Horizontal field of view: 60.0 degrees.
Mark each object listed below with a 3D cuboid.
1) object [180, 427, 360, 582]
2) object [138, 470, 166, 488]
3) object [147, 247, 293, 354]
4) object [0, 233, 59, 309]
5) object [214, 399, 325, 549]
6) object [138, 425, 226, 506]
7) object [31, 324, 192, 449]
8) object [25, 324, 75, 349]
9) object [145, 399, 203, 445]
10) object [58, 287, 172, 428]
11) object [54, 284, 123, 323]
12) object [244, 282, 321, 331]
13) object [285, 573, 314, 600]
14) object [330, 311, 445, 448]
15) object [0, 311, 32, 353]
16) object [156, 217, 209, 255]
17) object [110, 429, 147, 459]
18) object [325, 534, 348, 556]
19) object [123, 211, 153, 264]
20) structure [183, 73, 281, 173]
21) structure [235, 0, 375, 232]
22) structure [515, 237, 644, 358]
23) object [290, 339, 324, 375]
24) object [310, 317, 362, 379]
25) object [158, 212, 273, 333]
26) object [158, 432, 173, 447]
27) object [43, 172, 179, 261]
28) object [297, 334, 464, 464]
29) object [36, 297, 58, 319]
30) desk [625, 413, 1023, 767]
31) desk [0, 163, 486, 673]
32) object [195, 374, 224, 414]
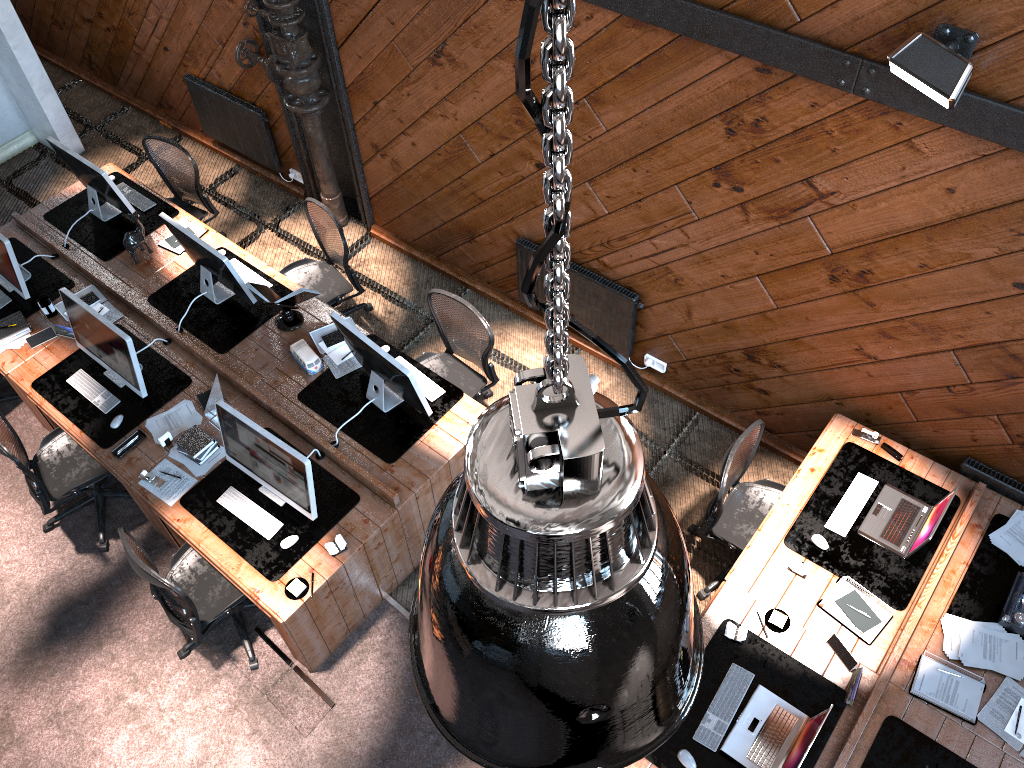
[{"bbox_3d":[-1.403,0.670,5.134,0.848,0.008,0.687,31,59,25],"label":"object"},{"bbox_3d":[-2.131,0.549,5.230,0.159,0.064,0.054,19,55,17],"label":"object"},{"bbox_3d":[-2.019,-0.600,6.173,0.848,0.008,0.687,31,59,25],"label":"object"},{"bbox_3d":[-3.637,-0.896,6.144,0.692,0.581,0.586,-5,52,-1],"label":"object"},{"bbox_3d":[-1.342,0.429,4.974,0.714,0.573,0.610,29,58,23],"label":"object"},{"bbox_3d":[-1.968,0.458,5.272,0.319,0.098,0.478,28,58,23],"label":"object"},{"bbox_3d":[-2.588,-0.007,5.730,0.848,0.008,0.687,31,59,25],"label":"object"},{"bbox_3d":[-3.083,-0.340,5.969,0.347,0.083,0.129,-12,52,-7],"label":"object"},{"bbox_3d":[-2.103,0.234,5.517,0.315,0.002,0.246,-32,57,-21],"label":"object"},{"bbox_3d":[-2.565,-0.164,5.507,0.654,0.576,0.735,-5,52,-1],"label":"object"},{"bbox_3d":[-2.928,-0.507,6.127,0.304,0.017,0.467,-39,59,-25],"label":"object"},{"bbox_3d":[-1.513,-0.550,5.864,0.417,0.380,0.304,7,52,8],"label":"object"},{"bbox_3d":[-1.149,1.092,4.773,0.154,0.026,0.158,-6,52,-2],"label":"object"},{"bbox_3d":[-0.760,-0.088,5.359,0.663,0.578,0.811,1,52,4],"label":"object"},{"bbox_3d":[-3.447,-0.337,5.996,0.363,0.065,0.325,-23,54,-15],"label":"object"},{"bbox_3d":[-2.437,-1.102,6.559,0.229,0.060,0.316,24,56,20],"label":"object"},{"bbox_3d":[-2.338,0.365,5.409,0.089,0.031,0.215,30,59,24],"label":"object"},{"bbox_3d":[-0.975,0.892,4.901,0.106,0.063,0.082,-30,56,-19],"label":"object"},{"bbox_3d":[-2.701,-1.072,6.364,0.135,0.351,0.229,28,58,23],"label":"object"},{"bbox_3d":[-2.453,-2.293,7.850,1.064,0.628,0.073,30,59,24],"label":"structure"},{"bbox_3d":[-1.630,-2.372,6.785,1.003,2.745,0.500,36,61,27],"label":"structure"},{"bbox_3d":[0.469,-0.602,6.364,1.064,0.628,0.073,30,59,24],"label":"structure"},{"bbox_3d":[-1.332,-0.175,5.748,0.128,0.146,0.253,-33,57,-21],"label":"object"},{"bbox_3d":[-1.116,-0.251,5.834,0.304,0.017,0.467,-25,55,-16],"label":"object"},{"bbox_3d":[-2.008,-0.837,6.014,0.642,0.578,0.772,-6,52,-2],"label":"object"},{"bbox_3d":[-2.096,0.339,5.373,0.034,0.102,0.076,31,59,24],"label":"object"},{"bbox_3d":[-3.064,-1.296,6.777,0.848,0.008,0.687,31,59,25],"label":"object"},{"bbox_3d":[-0.829,0.070,5.582,0.848,0.008,0.687,31,59,25],"label":"object"},{"bbox_3d":[-3.198,-0.531,6.100,0.078,0.138,0.099,-30,56,-20],"label":"object"},{"bbox_3d":[1.414,2.080,4.302,1.748,0.840,4.117,30,59,24],"label":"desk"},{"bbox_3d":[-2.219,-0.068,6.185,4.117,0.840,1.748,32,60,25],"label":"desk"},{"bbox_3d":[-1.887,0.030,5.466,0.165,0.320,0.178,-37,59,-24],"label":"object"}]
